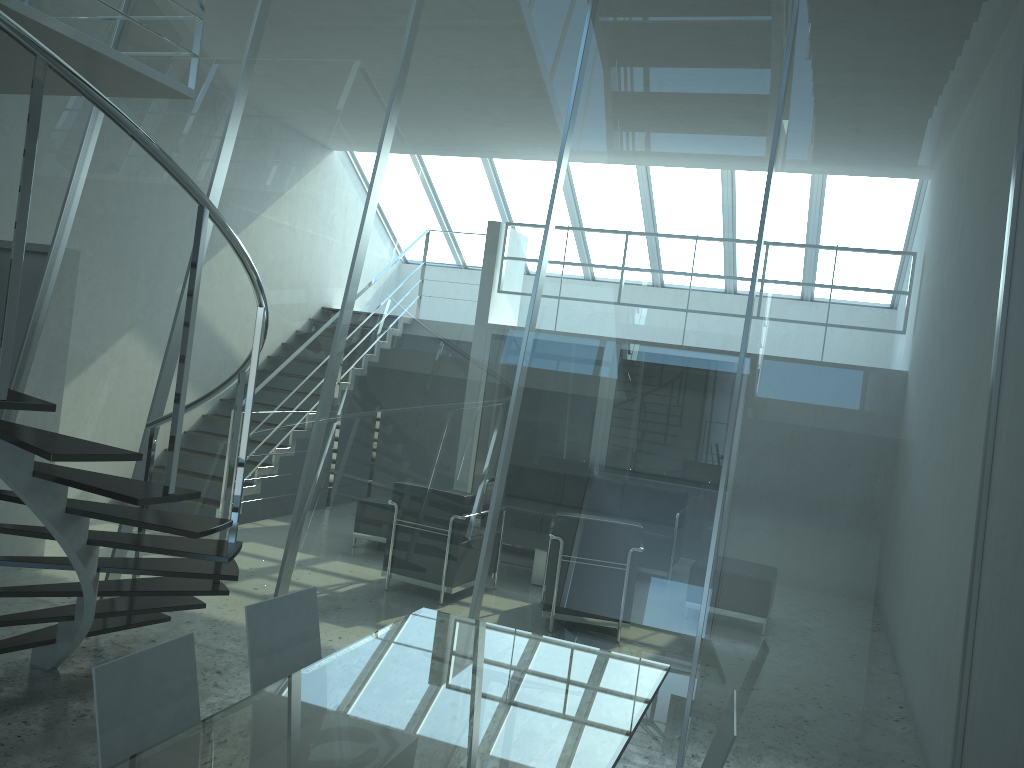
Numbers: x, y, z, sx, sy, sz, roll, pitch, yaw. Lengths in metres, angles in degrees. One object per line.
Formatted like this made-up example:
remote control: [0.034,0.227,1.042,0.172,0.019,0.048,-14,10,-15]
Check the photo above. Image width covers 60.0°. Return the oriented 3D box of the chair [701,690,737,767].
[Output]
chair: [0.330,1.301,2.526,0.492,0.857,0.413,8,1,14]

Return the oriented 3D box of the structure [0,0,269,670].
structure: [-2.853,-0.801,3.815,3.780,4.156,2.655,8,1,19]

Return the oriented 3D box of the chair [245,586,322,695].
chair: [-0.613,1.170,2.905,0.492,0.857,0.413,8,1,24]

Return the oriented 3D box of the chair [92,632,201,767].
chair: [-0.798,1.158,2.282,0.492,0.857,0.410,8,1,19]

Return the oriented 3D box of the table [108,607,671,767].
table: [-0.277,1.293,2.415,1.000,0.720,2.100,8,1,19]
